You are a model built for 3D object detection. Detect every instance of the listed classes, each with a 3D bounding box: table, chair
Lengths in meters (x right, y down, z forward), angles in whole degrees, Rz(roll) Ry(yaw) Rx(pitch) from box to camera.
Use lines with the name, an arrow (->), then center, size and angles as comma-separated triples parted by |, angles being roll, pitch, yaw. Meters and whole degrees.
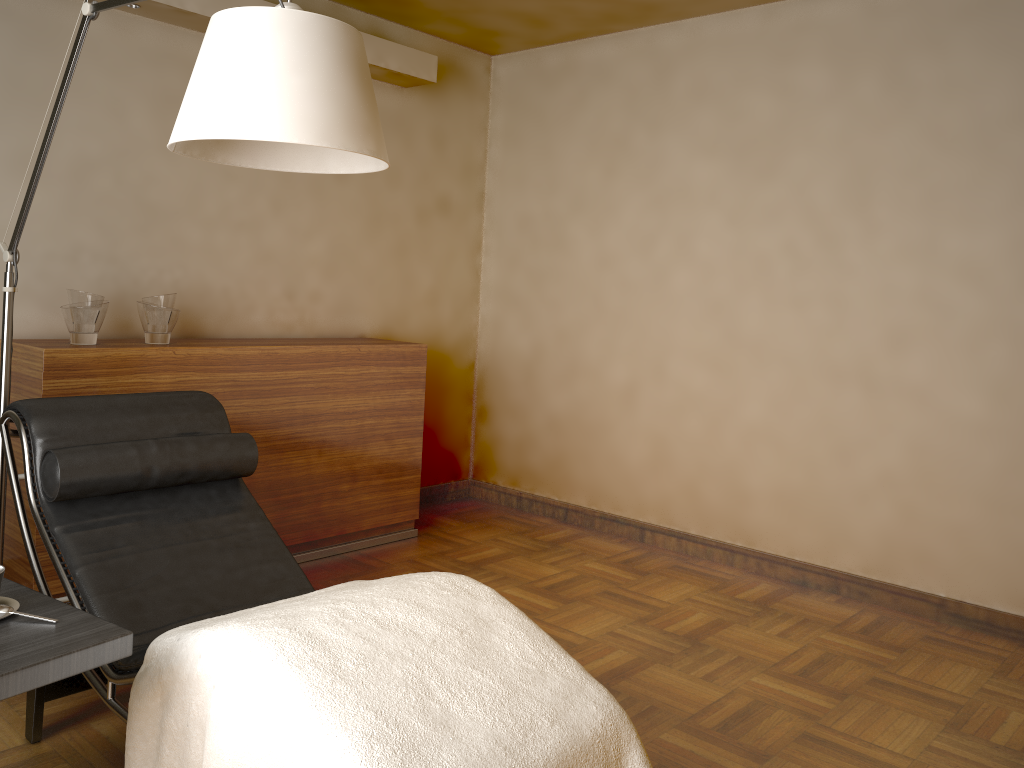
table -> -1.022, 0.451, 1.490 | 0.501, 0.045, 0.518 | 7, 7, 33
chair -> -0.610, 0.508, 2.083 | 1.795, 0.795, 0.635 | 7, 5, 42

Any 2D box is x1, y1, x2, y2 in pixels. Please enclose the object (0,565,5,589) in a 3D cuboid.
object -> -0.982, 0.378, 1.606 | 0.111, 0.078, 0.098 | 7, 5, 43

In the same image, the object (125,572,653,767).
object -> -0.236, 0.714, 1.720 | 0.912, 0.519, 0.917 | 7, 6, 42

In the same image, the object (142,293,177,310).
object -> -1.317, -0.267, 3.293 | 0.122, 0.149, 0.123 | 4, 3, 21

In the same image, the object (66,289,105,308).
object -> -1.496, -0.256, 3.093 | 0.123, 0.149, 0.122 | 4, 3, 24

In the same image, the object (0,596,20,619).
object -> -0.979, 0.415, 1.602 | 0.150, 0.009, 0.150 | -2, 8, -43

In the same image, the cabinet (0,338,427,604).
cabinet -> -1.125, 0.259, 3.611 | 0.417, 0.860, 1.674 | 4, 5, 42

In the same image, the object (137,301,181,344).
object -> -1.319, -0.229, 3.293 | 0.156, 0.154, 0.155 | 5, 4, 32

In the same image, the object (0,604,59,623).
object -> -0.878, 0.414, 1.594 | 0.123, 0.019, 0.029 | 4, 4, 11

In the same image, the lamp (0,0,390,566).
lamp -> -0.844, -0.059, 2.205 | 0.451, 1.963, 1.420 | 2, 2, -45

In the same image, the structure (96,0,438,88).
structure -> -1.194, -1.512, 3.614 | 0.274, 0.130, 2.179 | 7, 7, 41

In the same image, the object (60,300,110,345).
object -> -1.498, -0.217, 3.094 | 0.155, 0.154, 0.156 | 3, 3, -1

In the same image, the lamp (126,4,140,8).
lamp -> -1.426, -1.442, 3.344 | 0.050, 0.028, 1.158 | 7, 7, 41
